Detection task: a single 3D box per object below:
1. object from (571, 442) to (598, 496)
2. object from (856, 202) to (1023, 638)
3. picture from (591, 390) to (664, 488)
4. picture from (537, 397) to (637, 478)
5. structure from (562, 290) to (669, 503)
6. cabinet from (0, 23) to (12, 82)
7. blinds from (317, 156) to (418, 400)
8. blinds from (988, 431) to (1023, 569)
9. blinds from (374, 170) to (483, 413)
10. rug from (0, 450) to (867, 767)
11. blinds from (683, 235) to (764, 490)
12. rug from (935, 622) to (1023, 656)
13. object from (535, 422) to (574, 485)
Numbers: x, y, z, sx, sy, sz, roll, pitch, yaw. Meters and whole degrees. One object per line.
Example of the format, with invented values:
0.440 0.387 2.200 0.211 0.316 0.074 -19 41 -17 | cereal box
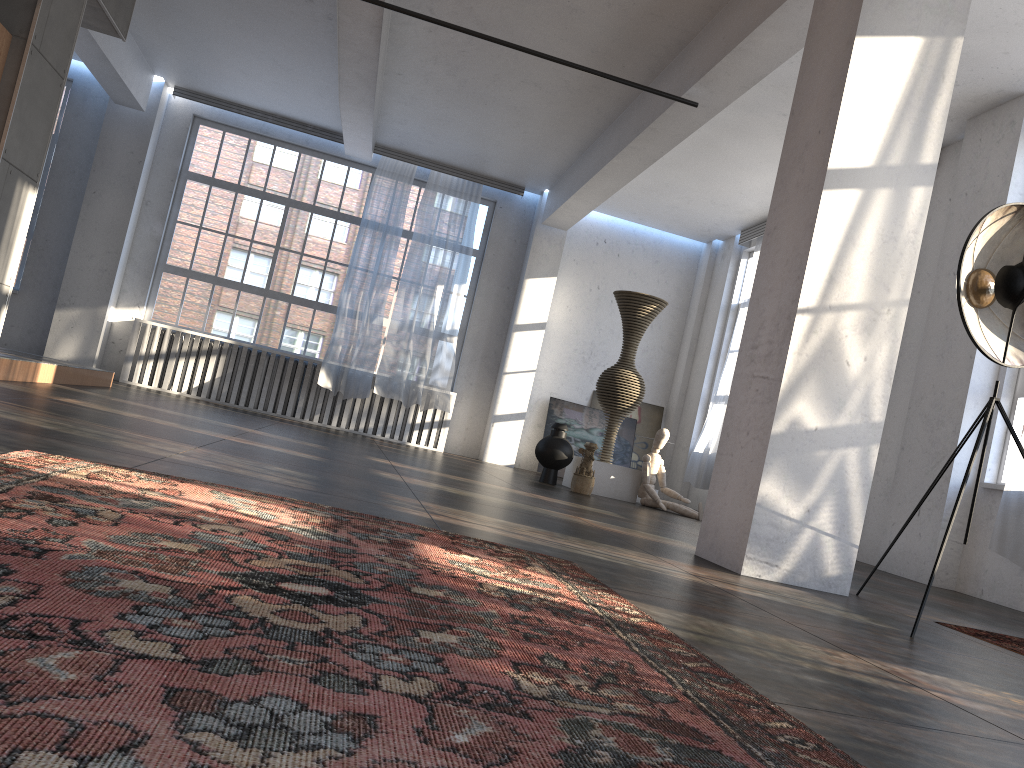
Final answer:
0.763 0.905 9.195 0.237 0.600 0.223 12 -3 16 | object
2.083 0.145 4.007 1.066 1.918 1.170 13 -3 -11 | object
1.647 0.898 13.273 1.158 1.385 0.251 13 -3 -12 | picture
1.127 0.897 13.052 1.447 1.141 0.301 14 -3 -14 | picture
1.235 0.142 10.178 0.683 2.325 0.743 13 -3 -11 | structure
-6.738 -2.398 3.224 8.185 2.561 2.357 13 -3 -12 | cabinet
-1.918 -1.525 12.070 0.699 3.557 0.869 13 -3 -12 | blinds
4.034 -0.519 5.927 0.318 3.711 1.015 13 -3 -12 | blinds
-1.019 -1.356 12.135 1.067 3.499 0.991 13 -3 -11 | blinds
-0.402 0.397 1.631 1.872 0.029 2.859 13 -4 -11 | rug
2.965 -0.413 11.572 0.343 3.695 1.024 14 -3 -14 | blinds
3.083 1.262 2.744 1.833 0.009 3.101 13 -4 -11 | rug
0.477 0.787 10.011 0.433 0.693 0.453 10 -4 43 | object
